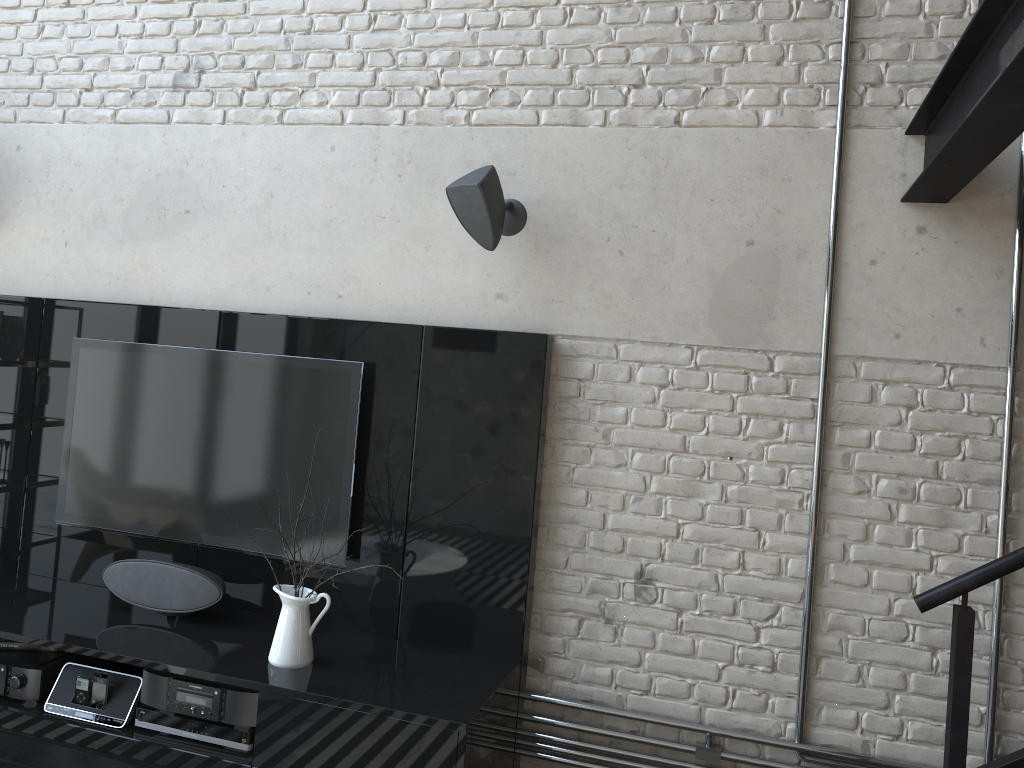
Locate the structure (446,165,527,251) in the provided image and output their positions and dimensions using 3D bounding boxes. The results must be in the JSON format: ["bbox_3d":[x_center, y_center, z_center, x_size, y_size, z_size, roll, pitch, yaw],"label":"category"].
[{"bbox_3d":[-0.082,-0.637,3.221,0.178,0.306,0.357,4,0,34],"label":"structure"}]

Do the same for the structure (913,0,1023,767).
[{"bbox_3d":[2.207,0.127,0.044,3.792,3.345,4.775,5,0,16],"label":"structure"}]

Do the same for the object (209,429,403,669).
[{"bbox_3d":[-0.691,0.547,2.891,0.699,0.783,0.351,5,-1,13],"label":"object"}]

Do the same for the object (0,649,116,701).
[{"bbox_3d":[-1.801,1.030,3.284,0.447,0.131,0.419,5,1,16],"label":"object"}]

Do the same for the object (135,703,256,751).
[{"bbox_3d":[-0.998,1.124,3.064,0.441,0.059,0.370,5,2,16],"label":"object"}]

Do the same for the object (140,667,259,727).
[{"bbox_3d":[-0.980,1.031,3.062,0.447,0.131,0.406,5,1,16],"label":"object"}]

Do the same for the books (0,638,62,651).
[{"bbox_3d":[-1.789,0.948,3.310,0.268,0.024,0.198,4,2,-7],"label":"books"}]

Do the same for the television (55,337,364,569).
[{"bbox_3d":[-1.214,0.247,3.516,1.320,0.774,0.071,5,-2,16],"label":"television"}]

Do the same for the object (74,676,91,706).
[{"bbox_3d":[-1.463,1.047,3.017,0.057,0.097,0.011,4,-2,16],"label":"object"}]

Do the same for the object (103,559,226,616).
[{"bbox_3d":[-1.294,0.769,3.389,0.529,0.218,0.203,5,0,16],"label":"object"}]

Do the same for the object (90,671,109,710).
[{"bbox_3d":[-1.396,1.039,2.996,0.059,0.124,0.008,4,-2,16],"label":"object"}]

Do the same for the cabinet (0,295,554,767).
[{"bbox_3d":[-1.495,0.548,3.359,3.109,1.726,0.731,5,-1,16],"label":"cabinet"}]

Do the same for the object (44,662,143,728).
[{"bbox_3d":[-1.423,1.058,3.038,0.329,0.141,0.129,5,0,16],"label":"object"}]
